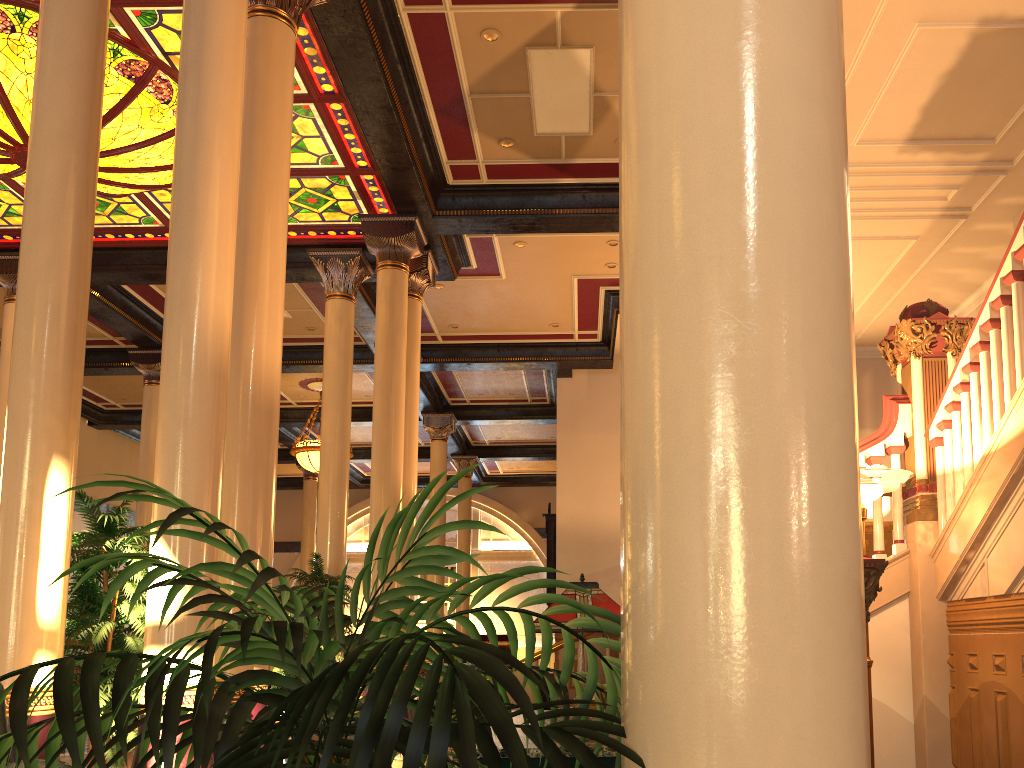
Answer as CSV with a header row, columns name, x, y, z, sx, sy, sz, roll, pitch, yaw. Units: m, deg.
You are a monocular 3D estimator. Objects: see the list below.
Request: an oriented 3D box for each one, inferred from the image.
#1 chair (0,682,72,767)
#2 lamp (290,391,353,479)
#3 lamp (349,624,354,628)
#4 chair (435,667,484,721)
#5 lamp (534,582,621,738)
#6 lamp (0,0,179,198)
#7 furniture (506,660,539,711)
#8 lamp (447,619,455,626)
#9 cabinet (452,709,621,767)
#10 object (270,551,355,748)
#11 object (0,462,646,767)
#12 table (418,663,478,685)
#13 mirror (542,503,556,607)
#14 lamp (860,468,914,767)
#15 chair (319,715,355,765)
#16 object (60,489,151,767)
name,x,y,z,sx,sy,sz,roll,pitch,yaw
chair,-1.866,1.495,2.996,0.729,1.075,0.773,-3,-11,17
lamp,-3.690,0.985,16.937,1.195,1.866,1.215,0,-10,-3
lamp,-4.401,6.670,23.749,0.445,0.434,0.413,10,-16,-42
chair,-0.638,4.640,13.231,0.753,0.893,1.004,-5,-13,22
lamp,0.195,0.763,2.419,0.319,0.410,0.327,0,-11,-1
lamp,-4.340,-2.324,8.030,2.993,0.588,3.094,-1,-16,0
furniture,0.045,5.218,15.242,0.804,0.921,2.241,-1,-15,4
lamp,-1.760,6.636,23.744,0.445,0.434,0.413,10,-16,-42
cabinet,0.175,1.490,2.674,0.548,0.844,1.299,-1,-14,4
object,-2.207,2.914,9.487,1.049,2.105,1.091,1,-9,-9
object,-0.296,0.814,1.358,1.102,1.405,1.043,-7,-12,30
table,-1.181,5.131,14.682,1.102,0.755,1.690,-1,-15,3
mirror,0.726,3.200,16.225,0.255,1.942,1.833,-1,-12,4
lamp,1.912,1.502,4.711,0.568,1.969,0.605,-3,-8,20
chair,-0.749,1.388,2.384,0.668,0.900,0.676,5,-12,-27
object,-2.507,1.687,5.391,1.130,2.105,1.011,7,-12,-39
